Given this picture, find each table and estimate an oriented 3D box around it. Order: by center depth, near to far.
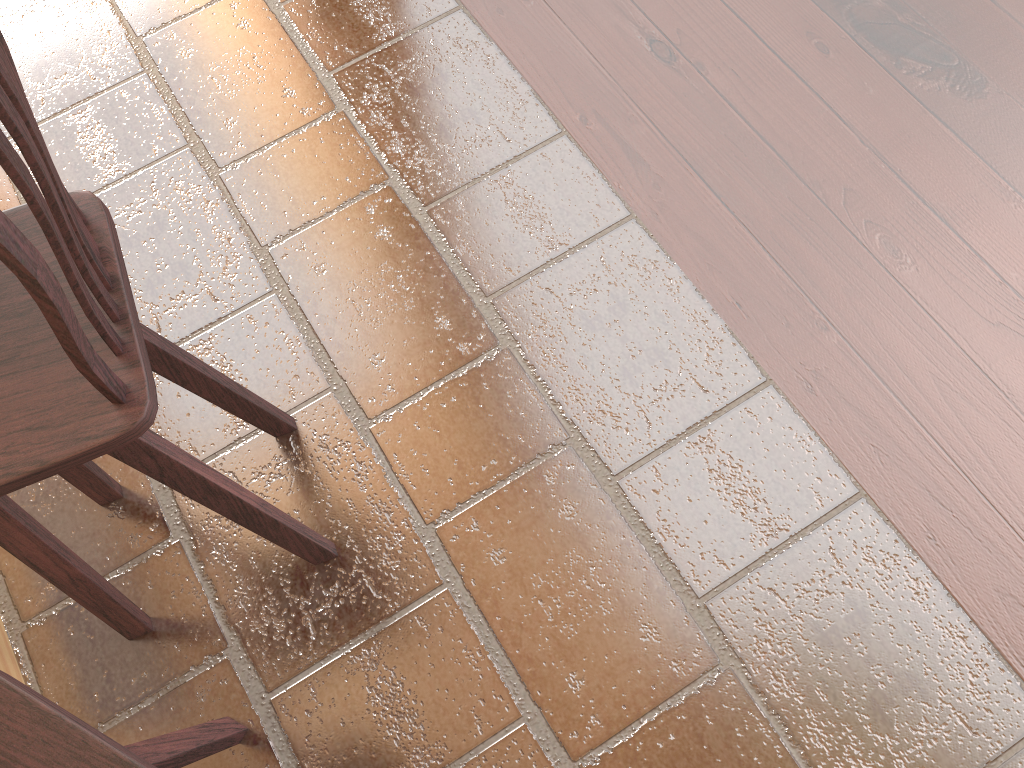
[{"bbox_3d":[-1.945,-0.207,1.512,1.196,1.257,3.220,-31,68,-9],"label":"table"}]

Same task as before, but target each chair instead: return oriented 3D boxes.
[{"bbox_3d":[-0.450,0.626,1.015,0.504,1.319,0.406,24,70,13],"label":"chair"},{"bbox_3d":[-0.650,0.028,1.286,0.504,1.319,0.406,-21,67,-5],"label":"chair"}]
